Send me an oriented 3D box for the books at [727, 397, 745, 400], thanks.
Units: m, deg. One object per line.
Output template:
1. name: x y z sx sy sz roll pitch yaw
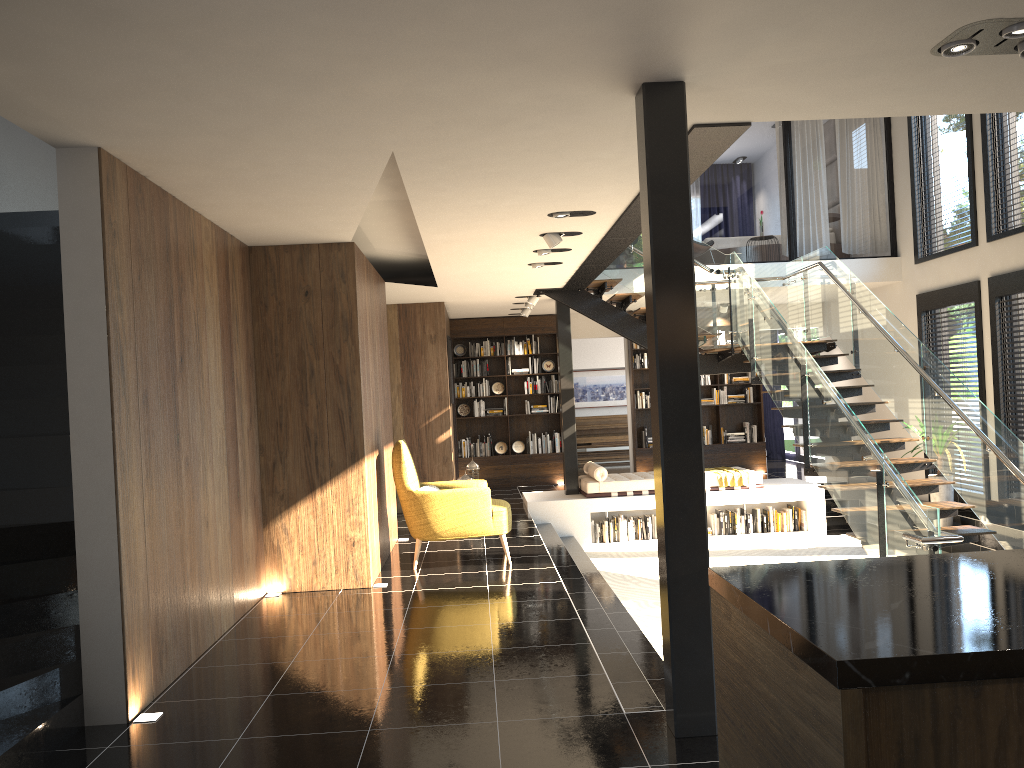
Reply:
1. books: 3.567 0.231 14.199 0.268 0.022 0.156 -3 -1 -7

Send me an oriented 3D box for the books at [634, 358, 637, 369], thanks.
1. books: 1.960 -0.327 14.145 0.037 0.177 0.109 -3 0 -2

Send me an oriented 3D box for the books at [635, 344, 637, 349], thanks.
1. books: 1.965 -0.664 14.152 0.021 0.217 0.180 -3 0 -2

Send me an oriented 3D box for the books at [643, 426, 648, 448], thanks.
1. books: 2.126 0.849 14.146 0.028 0.340 0.203 -3 0 -2

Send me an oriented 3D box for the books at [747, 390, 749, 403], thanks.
1. books: 3.758 0.196 14.202 0.025 0.212 0.168 -3 0 -2

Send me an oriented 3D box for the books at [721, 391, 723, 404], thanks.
1. books: 3.344 0.216 14.187 0.029 0.214 0.149 -3 0 -2

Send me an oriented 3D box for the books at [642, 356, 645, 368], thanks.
1. books: 2.098 -0.343 14.150 0.021 0.196 0.103 -3 0 -2

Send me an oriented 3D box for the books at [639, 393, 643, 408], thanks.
1. books: 2.060 0.267 14.168 0.023 0.245 0.159 -3 0 -2

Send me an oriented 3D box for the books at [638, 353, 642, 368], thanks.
1. books: 2.041 -0.369 14.157 0.029 0.254 0.128 -3 0 -2

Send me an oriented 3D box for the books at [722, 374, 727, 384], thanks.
1. books: 3.408 -0.104 14.234 0.024 0.219 0.174 -3 0 -2

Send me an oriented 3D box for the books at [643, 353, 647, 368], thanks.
1. books: 2.124 -0.368 14.156 0.034 0.245 0.127 -3 0 -2

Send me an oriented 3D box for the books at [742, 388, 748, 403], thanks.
1. books: 3.730 0.181 14.191 0.030 0.244 0.176 -3 0 -2

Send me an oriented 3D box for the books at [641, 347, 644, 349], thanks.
1. books: 2.188 -0.579 14.167 0.268 0.026 0.156 -3 -1 2

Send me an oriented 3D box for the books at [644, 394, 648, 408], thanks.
1. books: 2.137 0.272 14.166 0.028 0.227 0.136 -3 0 -2

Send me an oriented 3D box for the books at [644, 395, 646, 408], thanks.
1. books: 2.113 0.283 14.165 0.022 0.207 0.130 -3 0 -2

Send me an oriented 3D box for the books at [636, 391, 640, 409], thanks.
1. books: 2.006 0.251 14.148 0.028 0.282 0.169 -3 0 -2

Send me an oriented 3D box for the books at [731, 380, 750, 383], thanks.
1. books: 3.660 -0.039 14.249 0.272 0.021 0.156 -3 -1 -4

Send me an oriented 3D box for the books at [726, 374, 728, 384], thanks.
1. books: 3.430 -0.126 14.232 0.023 0.261 0.146 -3 0 -2

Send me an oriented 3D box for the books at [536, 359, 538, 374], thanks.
1. books: 0.395 -0.284 14.110 0.047 0.238 0.225 -3 0 -2

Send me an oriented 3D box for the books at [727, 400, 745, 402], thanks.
1. books: 3.569 0.275 14.201 0.274 0.022 0.156 -3 -1 -6

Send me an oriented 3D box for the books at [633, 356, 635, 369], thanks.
1. books: 1.925 -0.342 14.153 0.030 0.212 0.127 -3 0 -2

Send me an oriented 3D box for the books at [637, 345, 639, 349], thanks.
1. books: 1.991 -0.672 14.142 0.030 0.231 0.200 -3 0 -2

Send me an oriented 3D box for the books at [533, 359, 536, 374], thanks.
1. books: 0.360 -0.281 14.090 0.025 0.235 0.232 -3 0 -2

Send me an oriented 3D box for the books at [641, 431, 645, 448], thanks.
1. books: 2.100 0.885 14.190 0.025 0.270 0.156 -3 0 -2

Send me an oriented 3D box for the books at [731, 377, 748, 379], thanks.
1. books: 3.657 -0.100 14.257 0.246 0.021 0.148 -3 -1 -3

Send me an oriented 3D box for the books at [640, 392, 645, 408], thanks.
1. books: 2.086 0.259 14.151 0.029 0.258 0.181 -3 0 -2

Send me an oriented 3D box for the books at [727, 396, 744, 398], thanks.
1. books: 3.566 0.210 14.198 0.260 0.021 0.167 -3 -1 -5

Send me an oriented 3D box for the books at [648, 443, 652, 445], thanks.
1. books: 2.294 0.949 14.196 0.271 0.025 0.156 -3 -1 -2

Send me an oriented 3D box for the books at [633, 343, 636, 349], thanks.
1. books: 1.938 -0.679 14.158 0.032 0.250 0.167 -3 0 -2

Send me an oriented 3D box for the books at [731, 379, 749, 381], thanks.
1. books: 3.659 -0.060 14.244 0.259 0.020 0.167 -3 -1 -4

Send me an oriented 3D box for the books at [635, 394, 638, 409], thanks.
1. books: 1.978 0.275 14.180 0.028 0.237 0.134 -3 0 -2

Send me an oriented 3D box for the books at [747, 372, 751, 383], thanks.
1. books: 3.806 -0.124 14.244 0.026 0.219 0.156 -3 0 -2

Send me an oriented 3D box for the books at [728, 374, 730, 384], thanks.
1. books: 3.457 -0.095 14.216 0.026 0.196 0.147 -3 0 -2

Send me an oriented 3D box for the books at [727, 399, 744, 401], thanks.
1. books: 3.567 0.253 14.210 0.247 0.022 0.148 -3 -1 -2

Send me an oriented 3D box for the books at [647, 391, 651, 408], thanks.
1. books: 2.188 0.247 14.164 0.029 0.272 0.152 -3 0 -2

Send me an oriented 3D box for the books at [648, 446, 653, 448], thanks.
1. books: 2.296 0.998 14.200 0.247 0.026 0.148 -3 -1 -3

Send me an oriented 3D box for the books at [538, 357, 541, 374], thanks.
1. books: 0.436 -0.293 14.096 0.035 0.251 0.196 -3 0 -2

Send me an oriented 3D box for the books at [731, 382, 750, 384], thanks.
1. books: 3.661 -0.018 14.248 0.266 0.021 0.156 -3 -1 -5

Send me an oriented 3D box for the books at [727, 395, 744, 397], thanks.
1. books: 3.564 0.188 14.204 0.272 0.022 0.156 -3 -1 -4

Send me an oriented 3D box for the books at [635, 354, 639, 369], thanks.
1. books: 1.991 -0.354 14.160 0.030 0.230 0.103 -3 0 -2

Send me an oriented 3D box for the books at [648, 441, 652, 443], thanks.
1. books: 2.293 0.920 14.182 0.287 0.030 0.176 -3 -1 -5

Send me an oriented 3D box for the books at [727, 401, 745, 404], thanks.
1. books: 3.571 0.298 14.189 0.288 0.026 0.175 -3 -1 2

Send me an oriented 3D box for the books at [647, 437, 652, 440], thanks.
1. books: 2.290 0.868 14.185 0.257 0.024 0.167 -3 -1 -2

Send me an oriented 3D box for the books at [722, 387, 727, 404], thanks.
1. books: 3.399 0.181 14.181 0.031 0.277 0.168 -3 0 -2

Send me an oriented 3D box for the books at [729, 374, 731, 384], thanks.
1. books: 3.480 -0.120 14.249 0.025 0.243 0.119 -3 0 -2

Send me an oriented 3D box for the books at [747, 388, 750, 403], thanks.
1. books: 3.781 0.178 14.212 0.023 0.246 0.147 -3 0 -2

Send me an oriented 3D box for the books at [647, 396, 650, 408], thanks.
1. books: 2.164 0.286 14.159 0.024 0.197 0.173 -3 0 -2

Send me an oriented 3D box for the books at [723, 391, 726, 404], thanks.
1. books: 3.373 0.216 14.169 0.026 0.209 0.184 -3 0 -2

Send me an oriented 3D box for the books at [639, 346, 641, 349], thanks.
1. books: 2.019 -0.703 14.143 0.028 0.290 0.170 -3 0 -2

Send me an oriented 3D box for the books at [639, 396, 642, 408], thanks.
1. books: 2.037 0.291 14.147 0.028 0.199 0.175 -3 0 -2

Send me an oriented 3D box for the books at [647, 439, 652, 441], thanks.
1. books: 2.291 0.893 14.196 0.271 0.025 0.156 -3 -1 -2

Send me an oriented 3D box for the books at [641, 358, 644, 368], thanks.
1. books: 2.074 -0.328 14.145 0.030 0.168 0.125 -3 0 -2

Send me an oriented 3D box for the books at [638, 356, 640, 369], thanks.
1. books: 2.018 -0.344 14.156 0.021 0.207 0.102 -3 0 -2

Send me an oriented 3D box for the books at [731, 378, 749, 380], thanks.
1. books: 3.658 -0.080 14.242 0.260 0.020 0.167 -3 -1 -5
